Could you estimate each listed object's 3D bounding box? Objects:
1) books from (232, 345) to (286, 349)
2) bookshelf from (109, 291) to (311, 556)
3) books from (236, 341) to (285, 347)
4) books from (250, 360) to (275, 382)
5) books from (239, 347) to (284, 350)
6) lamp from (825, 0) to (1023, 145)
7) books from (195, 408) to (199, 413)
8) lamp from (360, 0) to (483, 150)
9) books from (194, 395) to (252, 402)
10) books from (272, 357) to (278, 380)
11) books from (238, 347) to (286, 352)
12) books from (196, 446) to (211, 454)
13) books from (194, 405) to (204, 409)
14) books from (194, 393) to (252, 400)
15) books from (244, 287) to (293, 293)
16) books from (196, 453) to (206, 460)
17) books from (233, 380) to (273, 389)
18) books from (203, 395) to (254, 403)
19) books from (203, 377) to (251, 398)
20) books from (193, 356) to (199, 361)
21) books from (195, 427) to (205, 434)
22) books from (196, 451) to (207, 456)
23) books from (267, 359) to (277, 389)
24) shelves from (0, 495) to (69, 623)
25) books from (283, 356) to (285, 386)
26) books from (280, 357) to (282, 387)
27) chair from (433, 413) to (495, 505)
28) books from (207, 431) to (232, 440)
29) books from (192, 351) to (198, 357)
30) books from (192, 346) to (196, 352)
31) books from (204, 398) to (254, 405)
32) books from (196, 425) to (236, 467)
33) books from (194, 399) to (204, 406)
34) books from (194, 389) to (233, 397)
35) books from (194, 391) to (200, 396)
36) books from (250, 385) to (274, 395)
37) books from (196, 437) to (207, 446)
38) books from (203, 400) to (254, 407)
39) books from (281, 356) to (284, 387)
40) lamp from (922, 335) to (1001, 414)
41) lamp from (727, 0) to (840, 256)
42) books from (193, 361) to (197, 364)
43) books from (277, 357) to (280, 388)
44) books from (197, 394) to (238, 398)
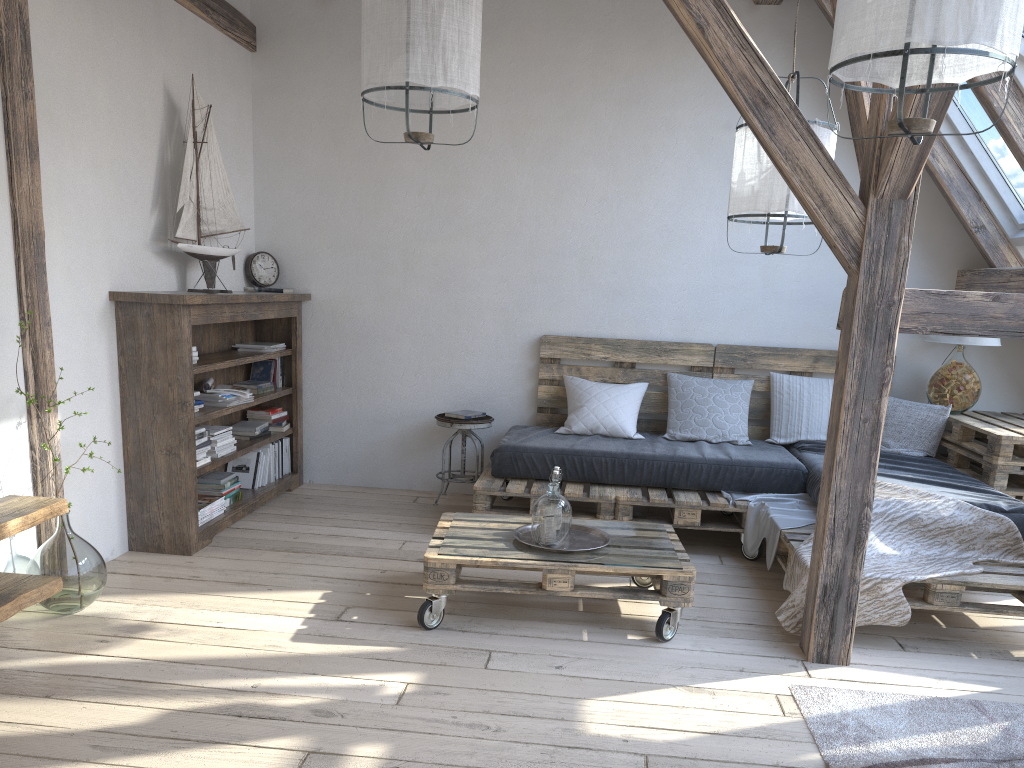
[{"bbox_3d":[-1.458,-0.219,5.077,0.204,0.009,0.253,4,6,12],"label":"books"},{"bbox_3d":[-1.492,0.117,4.659,0.348,1.202,1.589,4,9,6],"label":"bookshelf"},{"bbox_3d":[-1.452,-0.229,5.087,0.204,0.009,0.252,3,6,2],"label":"books"},{"bbox_3d":[-1.468,-0.056,5.166,0.131,0.176,0.080,4,12,6],"label":"books"},{"bbox_3d":[-1.447,-0.214,5.112,0.204,0.009,0.252,2,6,-3],"label":"books"},{"bbox_3d":[0.976,-1.240,1.954,0.407,1.337,0.390,-1,13,-18],"label":"lamp"},{"bbox_3d":[-1.578,0.128,4.156,0.139,0.020,0.181,3,6,0],"label":"books"},{"bbox_3d":[-0.300,-1.372,2.937,0.396,1.111,0.401,-9,17,-42],"label":"lamp"},{"bbox_3d":[-1.507,0.067,4.540,0.203,0.009,0.254,5,7,22],"label":"books"},{"bbox_3d":[-1.463,-0.073,5.220,0.139,0.196,0.049,4,13,4],"label":"books"},{"bbox_3d":[-1.448,-0.203,5.100,0.204,0.009,0.252,3,6,0],"label":"books"},{"bbox_3d":[-1.556,0.314,4.167,0.157,0.017,0.215,4,6,10],"label":"books"},{"bbox_3d":[-1.578,0.110,4.147,0.157,0.017,0.215,3,6,5],"label":"books"},{"bbox_3d":[-1.500,0.058,4.548,0.204,0.009,0.253,4,6,12],"label":"books"},{"bbox_3d":[-1.442,-0.558,5.229,0.236,0.026,0.174,3,7,5],"label":"books"},{"bbox_3d":[-1.577,0.349,4.182,0.157,0.022,0.214,3,6,5],"label":"books"},{"bbox_3d":[-1.477,0.004,5.024,0.149,0.022,0.200,4,7,10],"label":"books"},{"bbox_3d":[-1.491,0.073,4.572,0.204,0.009,0.253,4,6,7],"label":"books"},{"bbox_3d":[-1.480,0.026,4.583,0.221,0.090,0.255,1,7,-15],"label":"books"},{"bbox_3d":[-1.556,-0.115,4.065,0.139,0.019,0.181,3,6,5],"label":"books"},{"bbox_3d":[-1.553,0.225,4.149,0.139,0.019,0.181,3,6,5],"label":"books"},{"bbox_3d":[-1.571,0.330,4.182,0.157,0.017,0.215,3,6,5],"label":"books"},{"bbox_3d":[-1.461,-0.062,5.197,0.139,0.180,0.057,3,12,4],"label":"books"},{"bbox_3d":[-1.778,0.719,2.473,0.330,0.460,1.570,4,7,6],"label":"shelves"},{"bbox_3d":[-1.449,-0.082,5.339,0.139,0.190,0.019,4,13,5],"label":"books"},{"bbox_3d":[-1.454,-0.077,5.292,0.139,0.190,0.019,4,13,5],"label":"books"},{"bbox_3d":[-0.290,0.446,5.230,0.353,0.533,0.346,4,11,9],"label":"chair"},{"bbox_3d":[-1.555,0.257,4.489,0.157,0.017,0.215,4,6,10],"label":"books"},{"bbox_3d":[-1.574,-0.137,4.060,0.157,0.022,0.214,3,6,6],"label":"books"},{"bbox_3d":[-1.579,-0.160,4.055,0.157,0.022,0.214,3,6,6],"label":"books"},{"bbox_3d":[-1.494,0.083,4.561,0.204,0.009,0.253,4,6,10],"label":"books"},{"bbox_3d":[-1.564,0.292,4.333,0.206,0.155,0.537,4,7,5],"label":"books"},{"bbox_3d":[-1.578,0.091,4.136,0.145,0.021,0.205,5,7,21],"label":"books"},{"bbox_3d":[-1.518,0.041,4.533,0.204,0.009,0.253,5,7,17],"label":"books"},{"bbox_3d":[-1.575,0.051,4.138,0.139,0.019,0.181,3,6,5],"label":"books"},{"bbox_3d":[-1.483,0.029,5.038,0.161,0.031,0.214,4,7,9],"label":"books"},{"bbox_3d":[-1.559,0.272,4.167,0.157,0.022,0.214,3,6,0],"label":"books"},{"bbox_3d":[-1.495,0.093,4.554,0.204,0.009,0.253,4,7,14],"label":"books"},{"bbox_3d":[-1.442,-0.086,5.309,0.136,0.206,0.020,4,13,5],"label":"books"},{"bbox_3d":[2.390,0.194,5.095,0.389,1.316,0.803,1,11,-9],"label":"lamp"},{"bbox_3d":[1.138,-1.305,3.558,0.403,1.555,0.393,-9,17,-42],"label":"lamp"},{"bbox_3d":[-1.576,-0.099,4.071,0.157,0.017,0.215,3,6,0],"label":"books"},{"bbox_3d":[-1.454,-0.083,5.271,0.135,0.206,0.020,4,13,5],"label":"books"},{"bbox_3d":[-1.513,0.049,4.539,0.204,0.009,0.253,4,6,12],"label":"books"}]
